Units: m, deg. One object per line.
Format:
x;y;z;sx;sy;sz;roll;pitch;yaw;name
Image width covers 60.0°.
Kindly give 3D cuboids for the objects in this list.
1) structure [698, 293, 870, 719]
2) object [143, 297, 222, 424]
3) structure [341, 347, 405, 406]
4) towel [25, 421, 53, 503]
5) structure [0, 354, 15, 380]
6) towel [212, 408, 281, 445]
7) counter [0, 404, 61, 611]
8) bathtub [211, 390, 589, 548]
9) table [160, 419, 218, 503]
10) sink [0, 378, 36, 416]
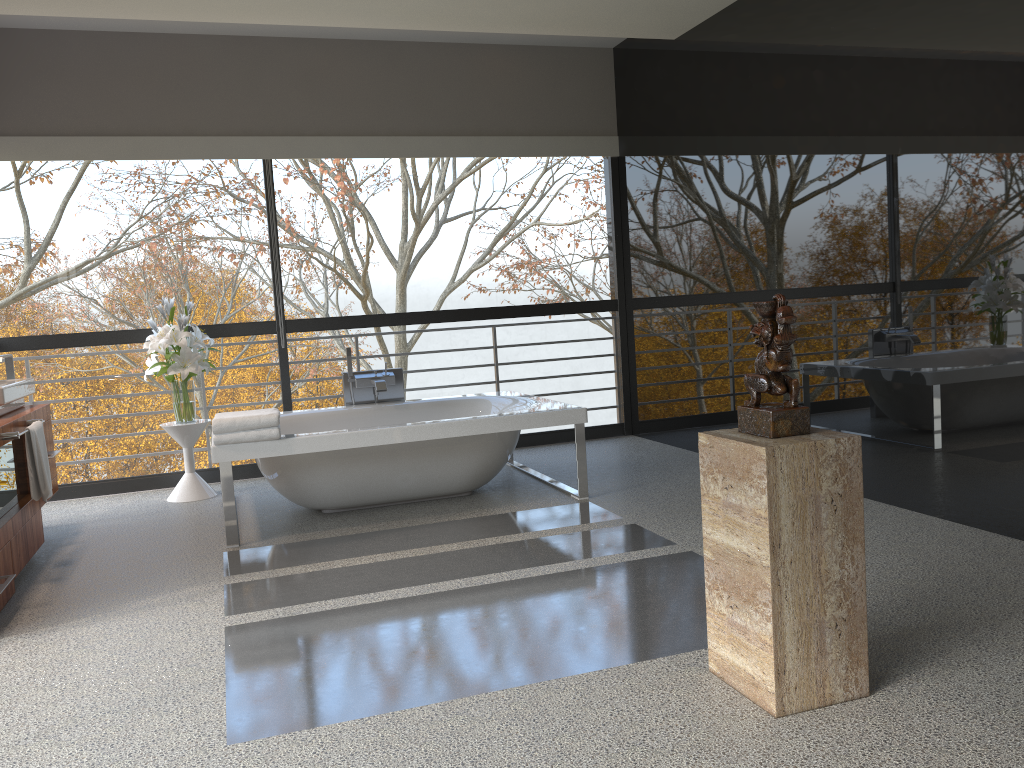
0.723;0.293;2.410;0.292;1.073;0.328;-5;5;-18;structure
-2.092;-0.152;5.548;0.450;0.795;0.460;-3;5;10;object
-0.867;0.193;5.766;0.402;0.884;0.330;-5;5;-18;structure
-2.175;0.360;4.097;0.079;0.368;0.302;-5;5;-17;towel
-2.725;0.334;4.846;0.069;0.988;0.303;-5;5;-18;structure
-1.314;0.216;4.417;0.322;0.145;0.305;-5;5;-15;towel
-2.398;0.533;3.954;0.525;0.704;1.849;-5;5;-18;counter
-0.707;0.421;5.193;1.958;0.504;1.328;-5;5;-18;bathtub
-2.042;0.480;5.609;0.308;0.478;0.307;-7;6;-34;table
-2.648;0.020;4.419;0.352;0.266;0.750;-5;5;-18;sink
